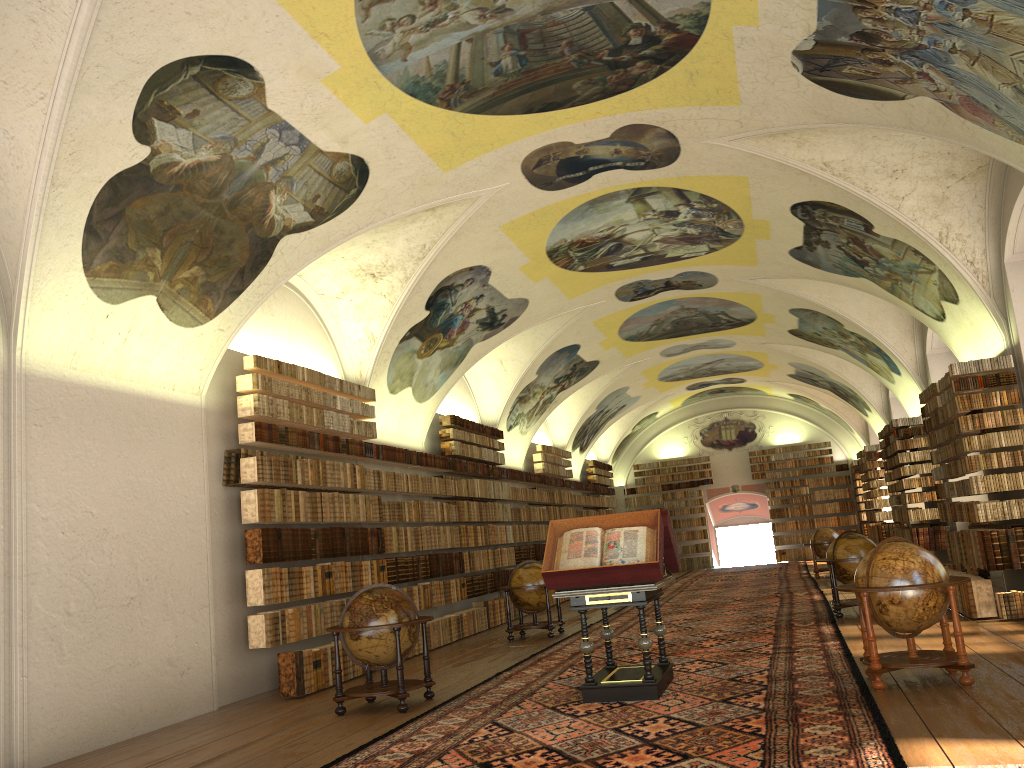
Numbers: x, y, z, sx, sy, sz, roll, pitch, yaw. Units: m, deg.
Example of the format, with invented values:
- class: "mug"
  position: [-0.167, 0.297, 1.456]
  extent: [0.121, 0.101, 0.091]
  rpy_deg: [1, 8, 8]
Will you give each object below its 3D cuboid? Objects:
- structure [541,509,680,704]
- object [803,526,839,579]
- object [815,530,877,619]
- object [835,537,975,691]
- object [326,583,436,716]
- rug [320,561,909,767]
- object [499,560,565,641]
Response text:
- class: "structure"
  position: [1.218, 2.475, 10.026]
  extent: [1.246, 1.975, 1.896]
  rpy_deg: [-8, -10, 16]
- class: "object"
  position: [9.161, 4.859, 25.731]
  extent: [1.279, 1.444, 1.283]
  rpy_deg: [0, -11, -31]
- class: "object"
  position: [5.962, 3.262, 15.369]
  extent: [1.279, 1.444, 1.283]
  rpy_deg: [-2, -11, -21]
- class: "object"
  position: [3.999, 2.284, 9.016]
  extent: [1.279, 1.444, 1.283]
  rpy_deg: [2, -12, -36]
- class: "object"
  position: [-1.558, 3.126, 10.622]
  extent: [1.279, 1.444, 1.283]
  rpy_deg: [-2, -11, -21]
- class: "rug"
  position: [4.373, 4.831, 19.294]
  extent: [4.707, 0.064, 36.999]
  rpy_deg: [-9, -11, 16]
- class: "object"
  position: [0.403, 4.105, 16.976]
  extent: [1.279, 1.444, 1.283]
  rpy_deg: [2, -12, -36]
